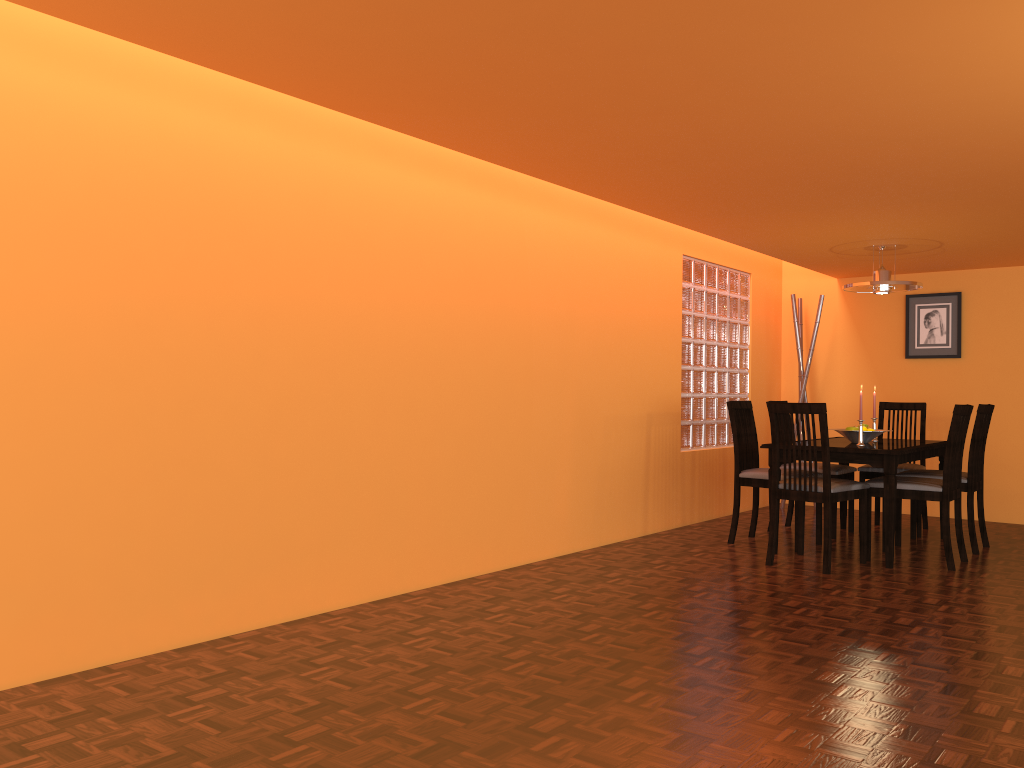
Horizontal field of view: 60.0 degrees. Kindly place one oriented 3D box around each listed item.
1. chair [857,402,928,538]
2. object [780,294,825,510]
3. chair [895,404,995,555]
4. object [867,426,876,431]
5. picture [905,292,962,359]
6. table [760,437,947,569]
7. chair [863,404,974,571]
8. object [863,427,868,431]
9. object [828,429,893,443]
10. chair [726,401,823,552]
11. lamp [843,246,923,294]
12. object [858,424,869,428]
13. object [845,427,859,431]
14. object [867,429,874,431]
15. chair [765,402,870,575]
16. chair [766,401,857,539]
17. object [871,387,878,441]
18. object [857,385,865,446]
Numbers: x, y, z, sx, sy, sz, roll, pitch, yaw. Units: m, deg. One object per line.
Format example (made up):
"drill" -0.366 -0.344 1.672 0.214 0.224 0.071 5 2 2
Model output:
"chair" 2.404 0.518 5.543 0.373 0.809 0.465 0 -1 33
"object" 2.145 0.137 6.505 0.226 1.589 0.308 1 -1 -30
"chair" 2.425 0.512 4.963 0.465 0.809 0.373 0 -1 38
"object" 1.990 0.269 4.907 0.055 0.070 0.066 1 -1 19
"picture" 2.947 -0.407 6.208 0.361 0.456 0.014 0 -1 38
"table" 1.964 0.619 4.947 0.697 0.584 1.259 0 -1 38
"chair" 2.070 0.504 4.508 0.465 0.809 0.373 0 -1 38
"object" 1.913 0.255 4.832 0.046 0.046 0.055 0 -1 21
"object" 1.932 0.291 4.926 0.337 0.072 0.337 1 -1 4
"chair" 1.467 0.501 4.980 0.465 0.809 0.373 0 -1 38
"lamp" 2.176 -0.669 5.212 0.435 0.274 0.435 1 -1 -30
"object" 1.975 0.256 4.985 0.069 0.066 0.069 1 -1 -42
"object" 1.892 0.275 4.923 0.089 0.076 0.087 0 -1 44
"object" 1.958 0.267 4.853 0.055 0.046 0.046 1 -1 1
"chair" 1.498 0.495 4.395 0.373 0.809 0.465 0 -1 43
"chair" 1.821 0.510 5.435 0.465 0.809 0.373 0 -1 38
"object" 2.104 0.168 5.150 0.044 0.326 0.044 0 -1 27
"object" 1.838 0.160 4.671 0.044 0.326 0.044 0 -1 27
